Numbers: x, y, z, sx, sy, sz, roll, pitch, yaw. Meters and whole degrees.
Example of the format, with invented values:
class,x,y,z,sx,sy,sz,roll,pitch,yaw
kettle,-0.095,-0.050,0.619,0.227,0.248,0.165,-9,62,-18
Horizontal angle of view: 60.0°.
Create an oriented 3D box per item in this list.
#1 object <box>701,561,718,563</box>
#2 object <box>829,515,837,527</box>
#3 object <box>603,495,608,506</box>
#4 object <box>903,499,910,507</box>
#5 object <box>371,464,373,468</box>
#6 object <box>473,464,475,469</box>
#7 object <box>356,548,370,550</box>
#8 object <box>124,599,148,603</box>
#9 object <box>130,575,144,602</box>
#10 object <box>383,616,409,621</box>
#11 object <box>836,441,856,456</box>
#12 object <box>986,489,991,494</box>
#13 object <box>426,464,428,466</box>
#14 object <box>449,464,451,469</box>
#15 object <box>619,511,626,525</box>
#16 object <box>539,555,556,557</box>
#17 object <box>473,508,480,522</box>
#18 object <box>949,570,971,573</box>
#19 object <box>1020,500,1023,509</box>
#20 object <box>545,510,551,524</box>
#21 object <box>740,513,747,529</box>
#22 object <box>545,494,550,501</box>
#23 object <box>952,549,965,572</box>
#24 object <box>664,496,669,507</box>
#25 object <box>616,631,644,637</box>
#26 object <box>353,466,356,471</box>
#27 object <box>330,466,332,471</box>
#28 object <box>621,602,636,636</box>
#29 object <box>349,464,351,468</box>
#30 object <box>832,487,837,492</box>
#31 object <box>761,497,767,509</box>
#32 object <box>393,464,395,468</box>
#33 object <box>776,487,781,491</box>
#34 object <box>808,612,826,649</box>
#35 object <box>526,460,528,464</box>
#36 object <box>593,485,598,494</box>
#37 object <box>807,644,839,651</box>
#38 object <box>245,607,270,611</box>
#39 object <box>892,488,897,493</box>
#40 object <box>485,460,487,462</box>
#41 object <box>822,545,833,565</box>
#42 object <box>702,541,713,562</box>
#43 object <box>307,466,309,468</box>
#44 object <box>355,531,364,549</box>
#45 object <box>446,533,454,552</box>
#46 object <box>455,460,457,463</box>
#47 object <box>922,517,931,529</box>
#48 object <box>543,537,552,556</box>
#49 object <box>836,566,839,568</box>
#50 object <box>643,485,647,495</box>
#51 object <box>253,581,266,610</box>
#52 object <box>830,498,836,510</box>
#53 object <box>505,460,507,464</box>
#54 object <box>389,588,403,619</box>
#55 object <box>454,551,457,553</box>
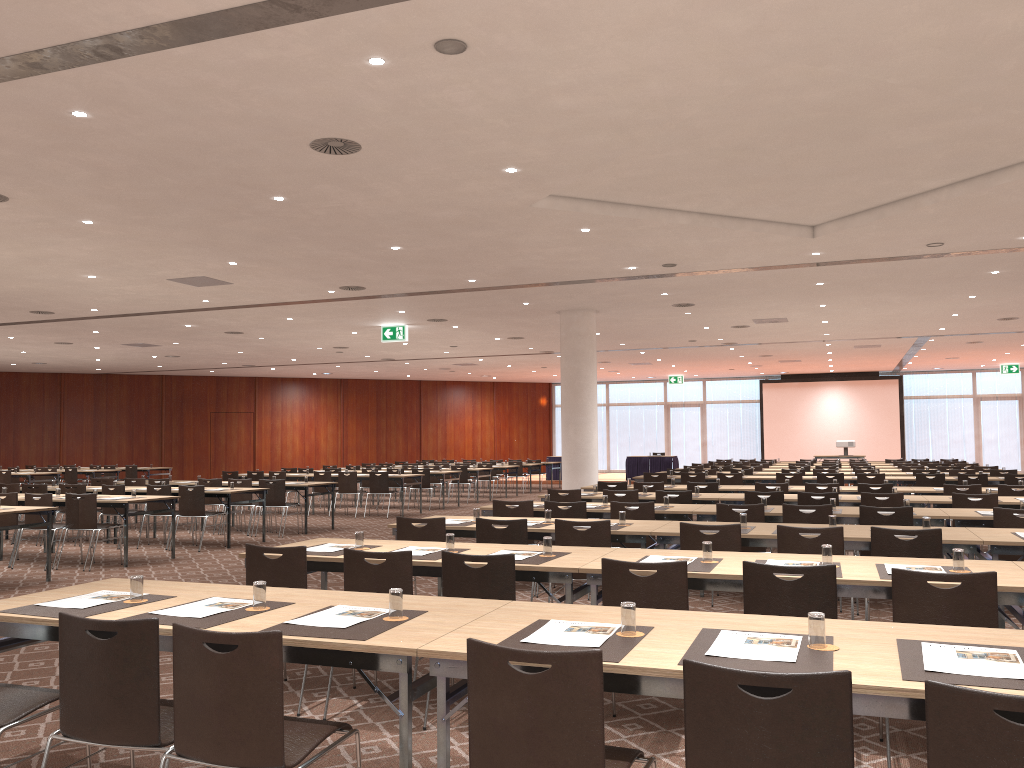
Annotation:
class,x,y,z,sx,sy,sz,roll,pitch,yaw
object,1.134,1.020,5.087,0.102,0.001,0.102,0,-4,-13
object,2.437,1.055,6.740,0.054,0.114,0.054,2,-4,-36
object,0.990,1.238,9.416,0.054,0.114,0.054,-1,-3,9
object,3.734,1.147,8.388,0.054,0.114,0.054,2,-4,-36
object,-3.690,2.168,23.389,0.054,0.114,0.054,0,-3,-13
object,-0.951,2.077,22.371,0.054,0.114,0.054,-1,-3,9
object,-0.993,1.091,5.874,0.102,0.001,0.102,-1,-4,9
object,-1.697,0.979,3.999,0.102,0.001,0.102,0,-4,-13
object,-1.694,0.922,4.003,0.054,0.114,0.054,0,-3,-13
object,-0.465,0.939,3.548,0.102,0.001,0.102,0,-4,-13
object,10.510,2.019,27.924,0.576,0.472,0.614,-2,-4,20
object,5.339,1.229,9.931,0.054,0.114,0.054,0,-3,-13
object,-2.184,2.118,22.827,0.054,0.114,0.054,-1,-3,9
object,-1.579,2.098,22.597,0.054,0.114,0.054,-1,-3,9
object,0.909,1.106,7.308,0.054,0.114,0.054,0,-3,-13
object,0.217,1.051,5.424,0.102,0.001,0.102,-1,-4,9
object,-0.311,1.147,7.769,0.054,0.114,0.054,2,-4,-36
object,2.346,0.981,4.645,0.102,0.001,0.102,2,-4,-36
object,4.651,1.117,8.064,0.054,0.114,0.054,0,-3,-13
object,0.306,1.126,7.534,0.054,0.114,0.054,0,-3,-13
object,1.817,1.075,6.963,0.054,0.114,0.054,2,-4,-36
object,0.386,1.258,9.639,0.054,0.114,0.054,-1,-3,9
object,2.344,0.924,4.656,0.054,0.114,0.054,-1,-3,9
object,1.599,1.218,9.182,0.054,0.114,0.054,0,-3,-13
object,0.430,0.909,3.225,0.102,0.001,0.102,0,-4,-13
object,-3.779,2.036,21.291,0.054,0.114,0.054,2,-4,-36
object,-4.388,2.057,21.519,0.054,0.114,0.054,2,-4,-36
object,0.423,0.852,3.219,0.054,0.114,0.054,0,-3,-13
object,-4.307,2.188,23.607,0.054,0.114,0.054,0,-3,-13
object,3.822,1.279,10.494,0.054,0.114,0.054,2,-4,-36
object,2.517,1.188,8.849,0.054,0.114,0.054,-1,-3,9
object,-3.080,2.148,23.158,0.054,0.114,0.054,0,-3,-13
object,3.218,1.299,10.722,0.054,0.114,0.054,2,-4,-36
object,1.030,0.832,2.998,0.054,0.114,0.054,0,-3,-13
object,0.430,2.301,26.122,0.054,0.114,0.054,-1,-3,9
object,1.082,1.370,11.514,0.054,0.114,0.054,2,-4,-36
object,1.051,0.889,2.996,0.102,0.001,0.102,0,-4,-13
object,-1.085,0.960,3.785,0.102,0.001,0.102,0,-4,-13
object,4.430,1.259,10.265,0.054,0.114,0.054,2,-4,-36
object,-0.787,2.341,26.564,0.054,0.114,0.054,-1,-3,9
object,1.736,0.944,4.884,0.054,0.114,0.054,-1,-3,9
object,1.122,0.963,5.091,0.054,0.114,0.054,-1,-3,9
object,-5.007,2.077,21.744,0.054,0.114,0.054,2,-4,-36
object,-1.012,1.034,5.881,0.054,0.114,0.054,-1,-3,9
object,-0.395,1.015,5.669,0.054,0.114,0.054,-2,-4,31
object,-1.699,2.372,26.915,0.054,0.114,0.054,0,-3,-13
object,3.044,1.035,6.512,0.054,0.114,0.054,2,-4,-36
object,0.218,0.993,5.428,0.054,0.114,0.054,2,-4,-36
object,1.743,1.001,4.869,0.102,0.001,0.102,0,-4,-13
object,1.693,1.350,11.284,0.054,0.114,0.054,-2,-4,31
object,-1.079,0.903,3.792,0.054,0.114,0.054,2,-4,-36
object,3.120,1.167,8.618,0.054,0.114,0.054,-1,-3,9
object,-0.179,2.321,26.345,0.054,0.114,0.054,-1,-3,9
object,-0.467,0.882,3.566,0.054,0.114,0.054,0,-3,-13
object,-0.395,1.071,5.649,0.102,0.001,0.102,2,-4,-36
